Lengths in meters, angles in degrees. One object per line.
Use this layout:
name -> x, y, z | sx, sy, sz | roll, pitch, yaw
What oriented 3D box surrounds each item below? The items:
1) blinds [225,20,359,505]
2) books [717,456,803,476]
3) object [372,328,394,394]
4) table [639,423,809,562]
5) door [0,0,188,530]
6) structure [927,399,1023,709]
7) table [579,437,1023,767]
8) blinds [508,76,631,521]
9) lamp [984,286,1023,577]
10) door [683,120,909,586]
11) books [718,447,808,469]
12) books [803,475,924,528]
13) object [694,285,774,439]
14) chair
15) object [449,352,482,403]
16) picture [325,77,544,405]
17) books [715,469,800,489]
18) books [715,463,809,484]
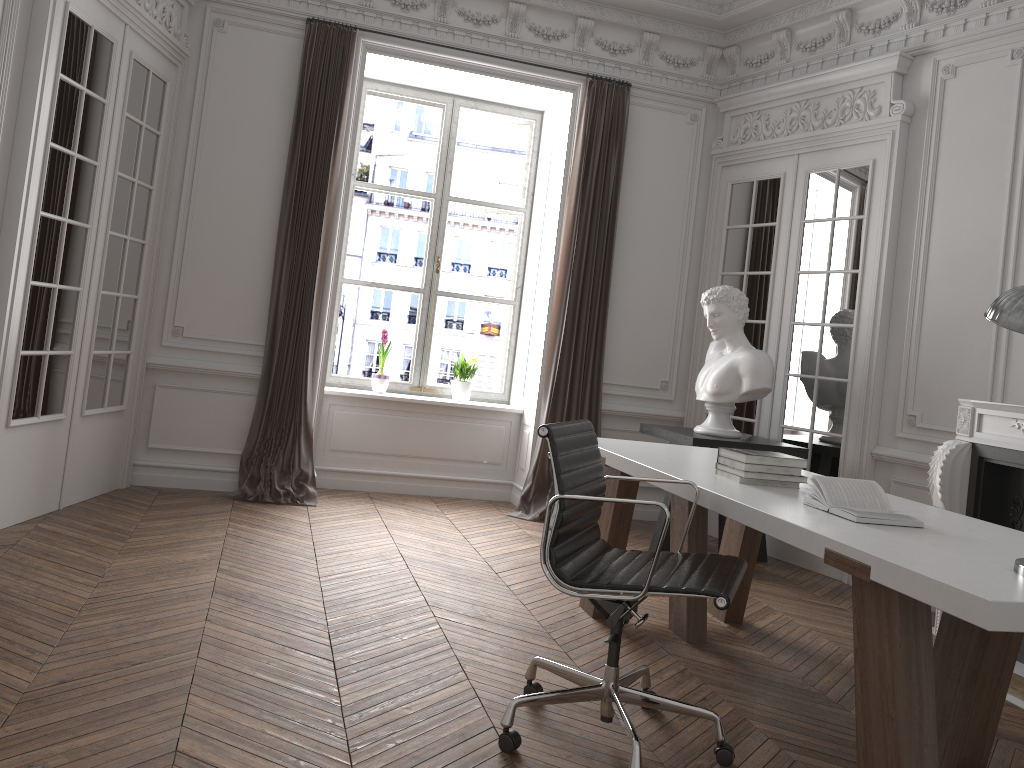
blinds -> -1.341, -0.819, 5.669 | 0.579, 3.113, 0.309 | 7, -2, -10
books -> 0.908, 0.300, 3.249 | 0.239, 0.028, 0.191 | 6, 2, -17
object -> -0.949, -0.169, 6.493 | 0.130, 0.477, 0.128 | 5, -2, 35
table -> 1.250, 0.690, 5.443 | 0.765, 0.752, 0.768 | 7, 0, -15
door -> -2.262, -0.687, 4.756 | 0.086, 2.745, 1.561 | 7, -1, 0
structure -> 2.349, 0.715, 3.625 | 0.807, 1.187, 1.607 | 7, 1, -15
table -> 0.987, 0.753, 3.092 | 0.898, 0.750, 2.626 | 7, 2, -15
blinds -> 0.523, -0.619, 6.128 | 0.775, 3.112, 0.342 | 7, -2, -21
lamp -> 1.317, 0.103, 2.114 | 0.268, 0.701, 0.488 | 7, -1, -15
door -> 1.762, -0.256, 5.830 | 0.085, 2.745, 1.568 | 8, -2, -31
books -> 0.921, 0.271, 3.251 | 0.258, 0.032, 0.191 | 6, 2, -17
books -> 1.064, 0.351, 2.687 | 0.226, 0.096, 0.279 | 6, 2, -13
object -> 1.321, -0.142, 5.417 | 0.391, 0.927, 0.634 | 7, -1, -15
chair -> 0.374, 0.612, 2.650 | 0.669, 0.926, 0.691 | 7, -1, 11
object -> -0.357, -0.052, 6.610 | 0.214, 0.370, 0.285 | 8, -1, -37
picture -> 0.523, -1.132, 3.214 | 13.155, 4.818, 13.270 | 6, 2, -23
books -> 0.902, 0.348, 3.252 | 0.241, 0.023, 0.191 | 6, 2, -13
books -> 0.915, 0.326, 3.247 | 0.258, 0.023, 0.212 | 6, 2, -15
